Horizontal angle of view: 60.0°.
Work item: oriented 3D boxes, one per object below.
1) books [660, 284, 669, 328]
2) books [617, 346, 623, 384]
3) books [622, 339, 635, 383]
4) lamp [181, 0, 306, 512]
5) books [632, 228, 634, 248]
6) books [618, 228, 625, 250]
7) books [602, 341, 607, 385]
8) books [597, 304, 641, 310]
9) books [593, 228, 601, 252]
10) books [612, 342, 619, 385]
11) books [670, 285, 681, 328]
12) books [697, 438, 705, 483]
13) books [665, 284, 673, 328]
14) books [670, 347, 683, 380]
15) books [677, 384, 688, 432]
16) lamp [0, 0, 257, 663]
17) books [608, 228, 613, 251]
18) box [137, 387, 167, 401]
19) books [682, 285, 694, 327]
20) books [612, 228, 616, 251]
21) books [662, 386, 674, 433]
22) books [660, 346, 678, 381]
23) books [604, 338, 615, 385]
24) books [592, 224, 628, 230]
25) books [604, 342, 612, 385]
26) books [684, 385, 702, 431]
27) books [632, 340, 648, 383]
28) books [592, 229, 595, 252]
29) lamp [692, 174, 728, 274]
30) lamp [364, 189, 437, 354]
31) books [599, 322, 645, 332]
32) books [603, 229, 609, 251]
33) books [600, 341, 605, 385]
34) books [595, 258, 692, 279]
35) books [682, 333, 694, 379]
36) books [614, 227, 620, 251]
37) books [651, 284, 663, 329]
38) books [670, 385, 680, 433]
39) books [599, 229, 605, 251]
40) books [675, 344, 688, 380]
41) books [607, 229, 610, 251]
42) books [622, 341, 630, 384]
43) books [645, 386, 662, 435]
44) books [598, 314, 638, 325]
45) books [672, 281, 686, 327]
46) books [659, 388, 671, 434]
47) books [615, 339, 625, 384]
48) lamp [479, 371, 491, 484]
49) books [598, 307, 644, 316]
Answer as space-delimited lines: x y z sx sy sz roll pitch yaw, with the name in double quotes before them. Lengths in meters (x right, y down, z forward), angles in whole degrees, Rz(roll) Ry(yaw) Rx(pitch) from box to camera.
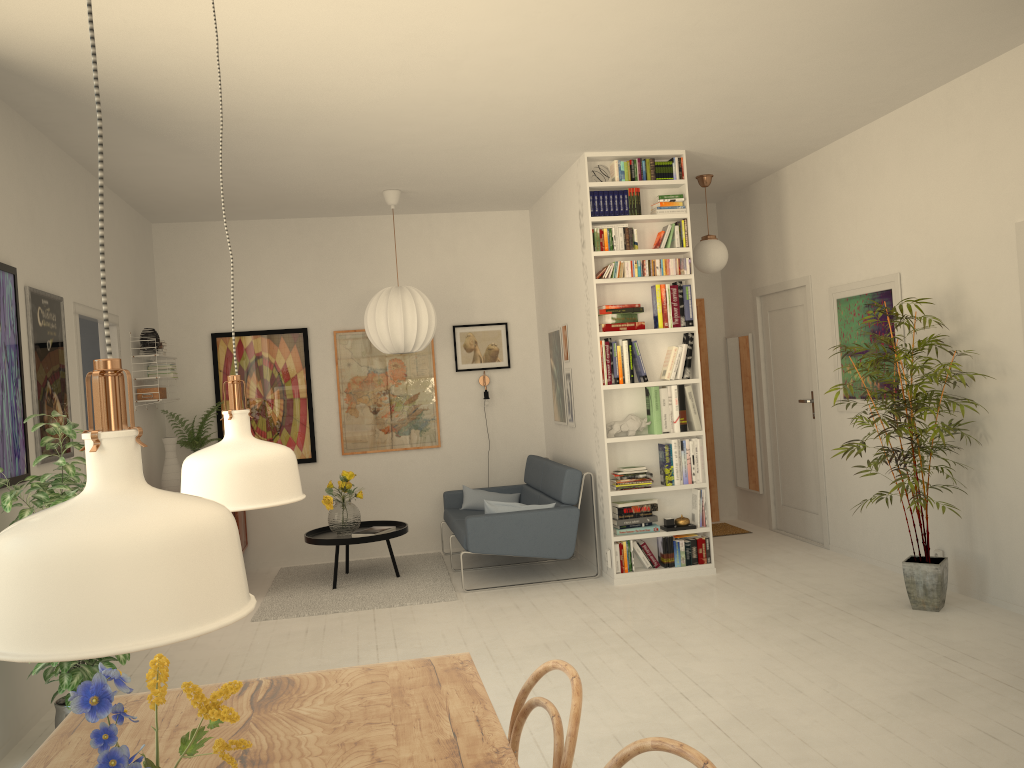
"books" 1.024 -0.528 6.135 0.039 0.302 0.199 -4 0 -10
"books" 0.710 -0.126 6.053 0.024 0.260 0.199 -4 0 -10
"books" 0.790 -0.155 6.062 0.033 0.306 0.150 -4 0 -10
"lamp" -0.557 -0.573 1.652 0.229 1.596 0.230 -4 0 25
"books" 0.806 -0.982 6.087 0.016 0.158 0.146 -4 0 -10
"books" 0.721 -0.974 6.076 0.035 0.158 0.199 -4 0 -10
"books" 0.605 -0.141 6.050 0.015 0.301 0.207 -4 0 -10
"books" 0.715 -0.522 6.078 0.266 0.026 0.203 -4 0 -21
"books" 0.557 -0.965 6.040 0.034 0.162 0.197 -4 0 -10
"books" 0.682 -0.140 6.054 0.030 0.289 0.200 -4 0 -10
"books" 1.101 -0.528 6.137 0.059 0.291 0.182 -4 0 -10
"books" 1.275 0.525 6.166 0.039 0.303 0.229 -4 0 -10
"books" 1.057 -0.530 6.136 0.029 0.301 0.185 -4 0 -10
"books" 1.111 -0.141 6.117 0.105 0.225 0.138 -4 0 -10
"books" 1.142 0.166 6.136 0.056 0.327 0.202 -4 0 -10
"lamp" -0.407 -0.580 0.806 0.229 1.596 0.230 -4 0 36
"books" 0.650 -0.971 6.070 0.024 0.155 0.188 -4 0 -10
"box" -2.622 0.072 6.459 0.152 0.084 0.266 -4 0 -10
"books" 1.194 -0.533 6.152 0.054 0.289 0.179 -4 0 -10
"books" 0.671 -0.971 6.058 0.012 0.155 0.208 -4 0 -10
"books" 1.060 0.175 6.140 0.023 0.321 0.235 -4 0 -10
"books" 1.077 -0.141 6.104 0.115 0.232 0.133 -4 0 -10
"books" 0.655 -0.152 6.052 0.021 0.317 0.179 -4 0 -10
"books" 0.655 -1.062 6.071 0.255 0.022 0.189 -4 0 0
"books" 0.631 -0.138 6.047 0.032 0.291 0.203 -4 0 -10
"books" 1.218 0.166 6.156 0.099 0.316 0.229 -4 0 -10
"books" 0.852 -0.152 6.085 0.093 0.288 0.200 -4 0 -10
"books" 0.526 -0.961 6.059 0.019 0.156 0.205 -4 0 -10
"lamp" 1.529 -1.243 6.924 0.275 0.767 0.275 -4 0 -16
"lamp" -0.864 -0.843 6.682 0.536 1.229 0.536 -4 0 24
"books" 0.735 -0.383 6.066 0.301 0.056 0.202 -4 0 -10
"books" 0.616 -0.966 6.048 0.023 0.152 0.199 -4 0 -10
"books" 0.586 -0.140 6.052 0.021 0.301 0.222 -4 0 -10
"books" 0.867 -0.778 6.106 0.664 0.110 0.278 -4 0 -10
"books" 1.200 -0.192 6.149 0.092 0.319 0.179 -4 0 -10
"books" 0.688 -0.974 6.078 0.028 0.159 0.222 -4 0 -10
"books" 0.988 -0.528 6.135 0.032 0.300 0.200 -4 0 -10
"books" 1.094 0.171 6.133 0.037 0.324 0.240 -4 0 -10
"books" 0.588 -0.962 6.048 0.030 0.149 0.202 -4 0 -10
"books" 1.150 -0.150 6.147 0.092 0.244 0.196 -4 0 -10
"books" 0.631 -0.966 6.066 0.013 0.149 0.208 -4 0 -10
"books" 0.756 -0.146 6.064 0.032 0.291 0.189 -4 0 -10
"books" 0.960 0.180 6.100 0.056 0.328 0.228 -4 0 -10
"books" 0.727 -0.442 6.074 0.268 0.064 0.128 -4 0 -40
"books" 1.146 -0.544 6.145 0.039 0.317 0.161 -4 0 -10
"books" 1.020 0.186 6.115 0.065 0.311 0.199 -4 0 -10
"books" 0.728 -0.149 6.073 0.020 0.304 0.193 -4 0 -10
"lamp" -0.319 0.601 7.622 0.360 1.416 0.112 -4 0 -10
"books" 0.723 -0.493 6.087 0.314 0.035 0.205 -4 0 -10
